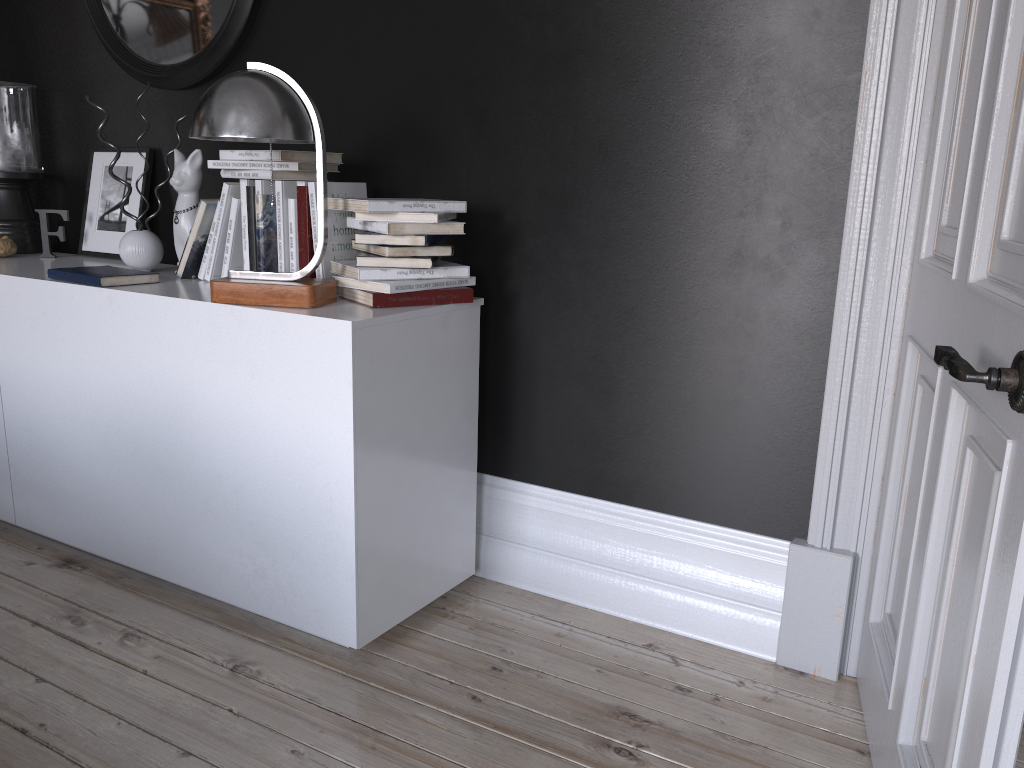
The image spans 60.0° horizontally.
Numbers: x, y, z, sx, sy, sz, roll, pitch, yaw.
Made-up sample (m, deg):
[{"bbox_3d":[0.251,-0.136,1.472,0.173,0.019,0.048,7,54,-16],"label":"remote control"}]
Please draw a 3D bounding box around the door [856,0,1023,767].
[{"bbox_3d":[0.808,-0.297,1.475,0.216,2.385,1.093,6,14,17],"label":"door"}]

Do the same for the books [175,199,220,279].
[{"bbox_3d":[-0.918,-0.452,2.760,0.158,0.247,0.202,10,16,29],"label":"books"}]

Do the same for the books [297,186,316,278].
[{"bbox_3d":[-0.521,-0.420,2.564,0.038,0.297,0.235,10,16,29],"label":"books"}]

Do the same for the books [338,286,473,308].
[{"bbox_3d":[-0.291,-0.249,2.423,0.294,0.038,0.234,-6,15,-32],"label":"books"}]

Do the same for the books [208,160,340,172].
[{"bbox_3d":[-0.700,-0.643,2.618,0.307,0.024,0.219,6,14,20],"label":"books"}]

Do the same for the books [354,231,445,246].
[{"bbox_3d":[-0.302,-0.403,2.422,0.193,0.031,0.288,3,13,4],"label":"books"}]

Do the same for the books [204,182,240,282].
[{"bbox_3d":[-0.826,-0.469,2.734,0.126,0.297,0.219,10,16,29],"label":"books"}]

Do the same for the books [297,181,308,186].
[{"bbox_3d":[-0.539,-0.435,2.601,0.030,0.308,0.220,10,16,29],"label":"books"}]

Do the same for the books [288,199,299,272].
[{"bbox_3d":[-0.577,-0.411,2.599,0.026,0.260,0.195,10,16,29],"label":"books"}]

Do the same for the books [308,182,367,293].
[{"bbox_3d":[-0.486,-0.419,2.540,0.050,0.309,0.219,10,16,29],"label":"books"}]

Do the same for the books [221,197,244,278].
[{"bbox_3d":[-0.797,-0.445,2.724,0.091,0.257,0.195,10,16,29],"label":"books"}]

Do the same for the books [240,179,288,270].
[{"bbox_3d":[-0.732,-0.465,2.711,0.030,0.308,0.220,10,16,29],"label":"books"}]

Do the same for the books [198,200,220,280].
[{"bbox_3d":[-0.867,-0.450,2.765,0.132,0.246,0.195,10,16,29],"label":"books"}]

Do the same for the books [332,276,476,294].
[{"bbox_3d":[-0.292,-0.282,2.425,0.228,0.025,0.318,12,17,39],"label":"books"}]

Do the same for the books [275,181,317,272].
[{"bbox_3d":[-0.602,-0.438,2.606,0.024,0.309,0.219,10,16,29],"label":"books"}]

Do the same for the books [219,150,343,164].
[{"bbox_3d":[-0.686,-0.675,2.635,0.306,0.030,0.220,12,17,39],"label":"books"}]

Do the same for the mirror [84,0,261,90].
[{"bbox_3d":[-1.168,-1.471,2.960,0.923,0.929,0.061,9,16,29],"label":"mirror"}]

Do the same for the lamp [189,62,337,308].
[{"bbox_3d":[-0.636,-0.506,2.258,0.340,0.593,0.327,4,14,10],"label":"lamp"}]

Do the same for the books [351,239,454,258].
[{"bbox_3d":[-0.308,-0.377,2.443,0.193,0.031,0.288,-5,15,-28],"label":"books"}]

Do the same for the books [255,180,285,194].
[{"bbox_3d":[-0.670,-0.449,2.644,0.024,0.309,0.219,10,16,29],"label":"books"}]

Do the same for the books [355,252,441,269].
[{"bbox_3d":[-0.307,-0.346,2.441,0.203,0.029,0.267,2,13,0],"label":"books"}]

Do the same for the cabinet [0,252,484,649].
[{"bbox_3d":[-1.267,0.070,2.973,2.393,0.886,0.568,9,16,29],"label":"cabinet"}]

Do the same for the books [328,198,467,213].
[{"bbox_3d":[-0.311,-0.483,2.392,0.306,0.030,0.220,-9,17,-39],"label":"books"}]

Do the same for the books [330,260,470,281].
[{"bbox_3d":[-0.310,-0.316,2.439,0.318,0.031,0.228,-6,15,-29],"label":"books"}]

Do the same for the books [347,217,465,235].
[{"bbox_3d":[-0.294,-0.433,2.417,0.220,0.030,0.305,-6,15,-29],"label":"books"}]

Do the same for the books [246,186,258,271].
[{"bbox_3d":[-0.705,-0.440,2.640,0.030,0.291,0.192,10,16,29],"label":"books"}]

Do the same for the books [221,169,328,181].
[{"bbox_3d":[-0.706,-0.620,2.629,0.258,0.026,0.195,12,17,39],"label":"books"}]

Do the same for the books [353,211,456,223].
[{"bbox_3d":[-0.285,-0.463,2.429,0.220,0.024,0.306,3,13,5],"label":"books"}]

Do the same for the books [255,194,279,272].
[{"bbox_3d":[-0.668,-0.418,2.604,0.029,0.271,0.204,10,16,29],"label":"books"}]

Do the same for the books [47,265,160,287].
[{"bbox_3d":[-1.218,-0.324,2.647,0.289,0.031,0.192,11,16,35],"label":"books"}]
